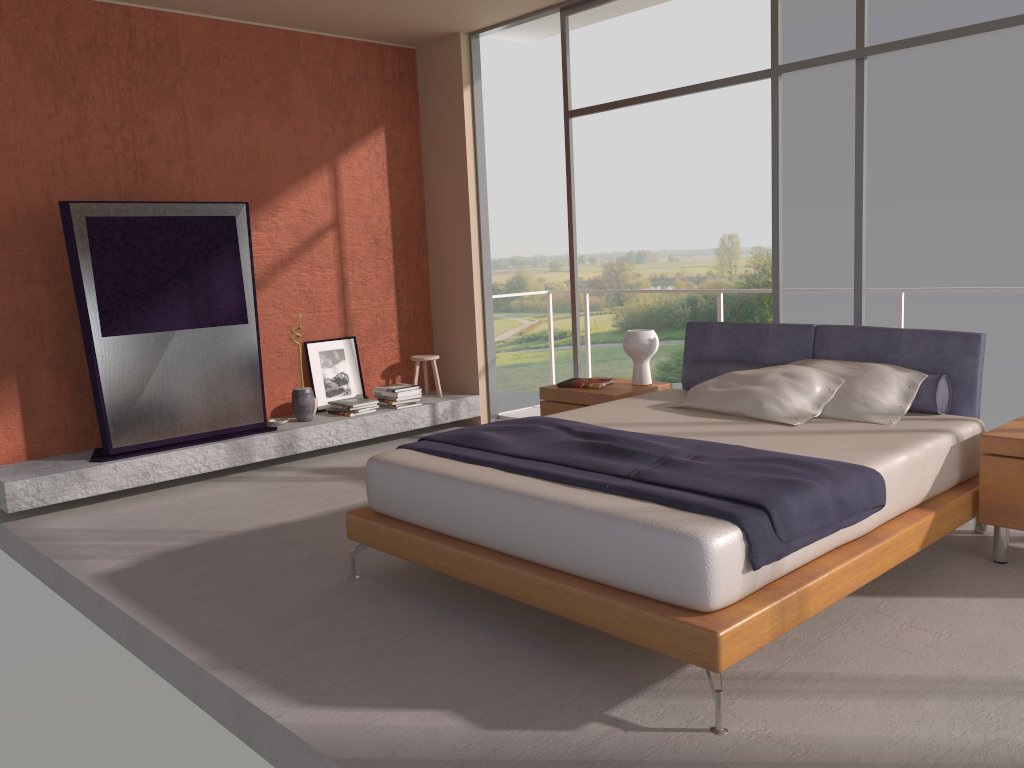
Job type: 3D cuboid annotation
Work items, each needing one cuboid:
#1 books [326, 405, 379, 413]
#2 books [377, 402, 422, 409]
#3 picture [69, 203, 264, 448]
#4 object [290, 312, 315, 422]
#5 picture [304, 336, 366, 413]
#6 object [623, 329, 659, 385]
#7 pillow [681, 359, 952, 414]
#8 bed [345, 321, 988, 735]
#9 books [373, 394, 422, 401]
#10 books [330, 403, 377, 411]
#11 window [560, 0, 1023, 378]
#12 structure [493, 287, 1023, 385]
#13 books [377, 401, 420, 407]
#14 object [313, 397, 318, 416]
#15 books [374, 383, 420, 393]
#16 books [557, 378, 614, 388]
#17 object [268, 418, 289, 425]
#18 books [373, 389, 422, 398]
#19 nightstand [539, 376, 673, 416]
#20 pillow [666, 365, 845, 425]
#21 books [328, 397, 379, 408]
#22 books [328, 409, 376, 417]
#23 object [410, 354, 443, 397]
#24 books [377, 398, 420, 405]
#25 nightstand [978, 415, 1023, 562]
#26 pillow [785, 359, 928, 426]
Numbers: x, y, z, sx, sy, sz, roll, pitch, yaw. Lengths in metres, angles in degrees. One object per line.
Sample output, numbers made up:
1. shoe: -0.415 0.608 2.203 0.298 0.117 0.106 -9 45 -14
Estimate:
1. books: -1.223 0.184 6.815 0.328 0.018 0.247 2 10 32
2. books: -0.905 0.161 7.060 0.247 0.018 0.328 -10 11 -40
3. picture: -2.170 -0.413 5.752 1.129 1.496 0.126 -10 11 -42
4. object: -1.548 -0.126 6.487 0.165 0.810 0.165 -6 9 -19
5. picture: -1.390 -0.082 7.013 0.458 0.550 0.117 -10 11 -42
6. object: 0.808 -0.168 5.551 0.224 0.338 0.224 -8 10 -31
7. pillow: 1.549 -0.001 4.705 0.205 0.201 1.470 -10 11 -42
8. bed: 0.794 0.310 4.048 2.462 0.959 2.017 -10 11 -42
9. books: -0.908 0.095 7.051 0.247 0.027 0.328 -10 11 -40
10. books: -1.212 0.162 6.803 0.247 0.025 0.287 -10 11 -40
11. window: 2.496 -0.916 4.362 0.075 3.133 6.106 -10 11 -42
12. structure: 2.704 -0.010 4.912 0.728 1.005 7.689 -10 11 -42
13. books: -0.910 0.142 7.062 0.247 0.018 0.287 -10 11 -42
14. object: -1.563 0.178 6.737 0.179 0.137 0.180 -7 9 -30
15. books: -0.915 0.031 7.046 0.247 0.025 0.287 -10 11 -42
16. books: 0.469 -0.006 5.654 0.287 0.025 0.247 2 9 28
17. object: -1.699 0.282 6.463 0.152 0.040 0.152 -4 8 -8
18. books: -0.910 0.062 7.046 0.319 0.038 0.247 5 11 44
19. nightstand: 0.605 0.282 5.656 0.562 0.556 0.628 -10 11 -42
20. pillow: 1.210 0.044 4.508 0.431 0.264 0.869 -8 10 -34
21. books: -1.217 0.141 6.803 0.328 0.018 0.247 5 11 44
22. books: -1.226 0.209 6.803 0.287 0.025 0.247 5 11 44
23. object: -0.707 -0.063 7.415 0.260 0.349 0.257 0 9 17
24. books: -0.897 0.124 7.038 0.247 0.025 0.287 -8 10 -31
25. nightstand: 2.404 0.473 3.732 0.562 0.556 0.628 -10 11 -42
26. pillow: 1.588 0.036 4.369 0.400 0.265 0.791 -10 11 -39
